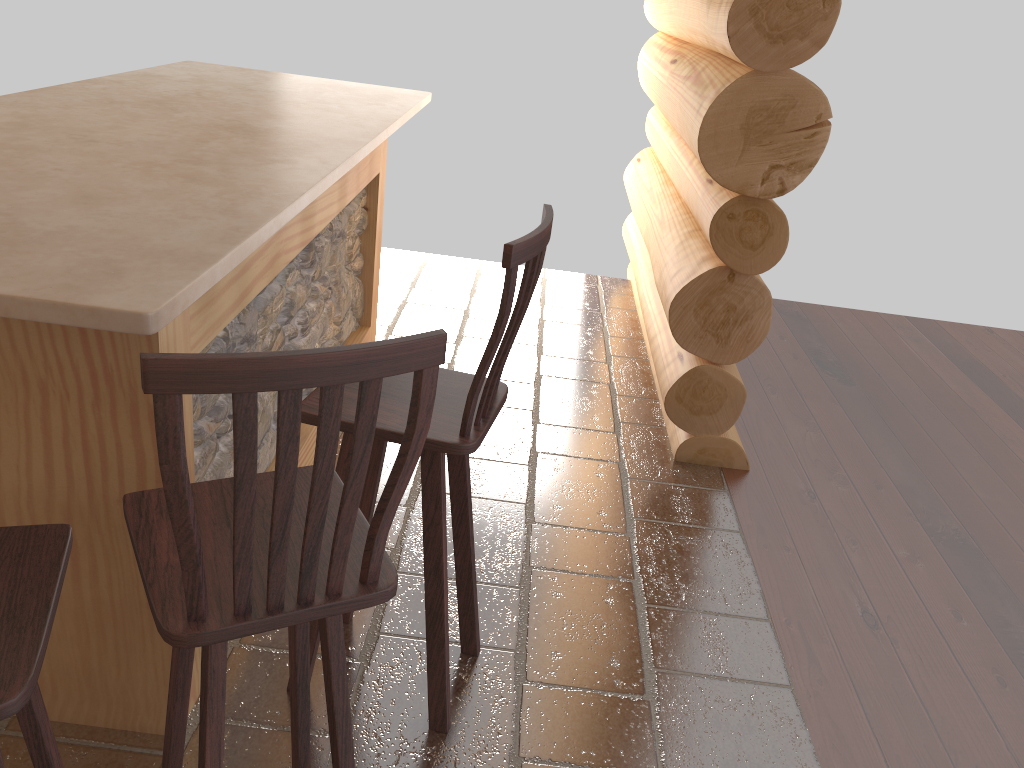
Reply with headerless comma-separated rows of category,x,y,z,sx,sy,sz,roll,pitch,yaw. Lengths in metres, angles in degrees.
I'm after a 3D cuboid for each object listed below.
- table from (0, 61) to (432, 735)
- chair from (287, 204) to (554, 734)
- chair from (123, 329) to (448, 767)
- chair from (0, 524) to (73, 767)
table,-1.135,-0.269,3.082,1.196,1.257,3.220,7,24,0
chair,-0.243,0.208,2.210,0.504,1.319,0.406,12,24,9
chair,-0.451,0.454,1.604,0.406,1.319,0.504,-7,28,-29
chair,-0.893,0.518,1.334,0.406,1.319,0.504,-1,26,-18
